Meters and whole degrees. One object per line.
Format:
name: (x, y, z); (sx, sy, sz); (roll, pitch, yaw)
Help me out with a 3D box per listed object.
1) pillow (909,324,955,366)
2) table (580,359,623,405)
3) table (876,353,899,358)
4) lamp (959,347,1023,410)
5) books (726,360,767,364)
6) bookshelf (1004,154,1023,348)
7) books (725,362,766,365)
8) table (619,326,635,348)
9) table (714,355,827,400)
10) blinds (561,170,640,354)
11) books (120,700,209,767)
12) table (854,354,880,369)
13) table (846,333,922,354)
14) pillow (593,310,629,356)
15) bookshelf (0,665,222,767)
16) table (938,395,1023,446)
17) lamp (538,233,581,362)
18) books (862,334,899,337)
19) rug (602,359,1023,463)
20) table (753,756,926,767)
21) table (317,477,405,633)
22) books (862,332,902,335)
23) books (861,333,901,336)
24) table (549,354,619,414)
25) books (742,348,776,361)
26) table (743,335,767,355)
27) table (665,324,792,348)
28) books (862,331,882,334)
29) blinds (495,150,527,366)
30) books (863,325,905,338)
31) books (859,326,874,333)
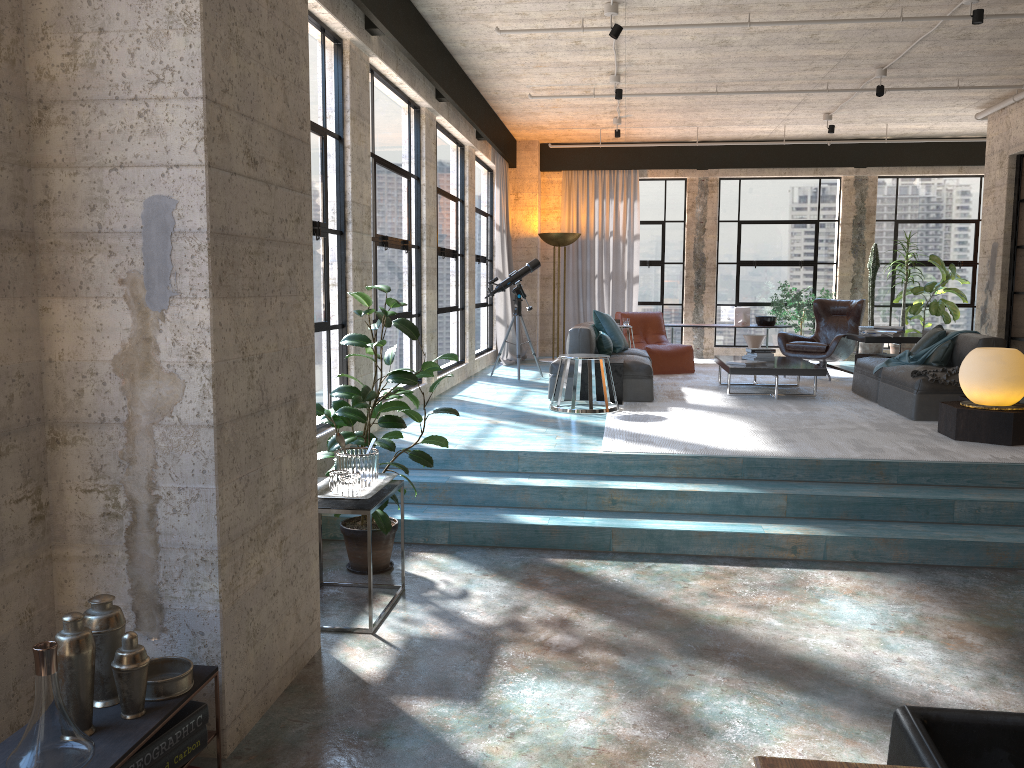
pillow: (3.856, -0.347, 8.199); (0.320, 0.393, 0.670); (2, 7, 13)
table: (0.833, -0.025, 8.343); (0.420, 0.390, 0.413); (1, 6, 7)
table: (4.034, -0.103, 9.182); (0.420, 0.390, 0.413); (1, 6, 7)
lamp: (3.477, -0.047, 6.389); (0.462, 0.417, 0.462); (5, 8, 35)
books: (2.351, -0.221, 8.894); (0.318, 0.011, 0.252); (-4, 8, -33)
bookshelf: (5.776, -1.125, 8.614); (0.628, 2.571, 2.900); (1, 6, 7)
books: (2.343, -0.210, 8.894); (0.318, 0.011, 0.252); (-5, 8, -38)
table: (1.264, -0.393, 10.658); (0.549, 0.603, 0.549); (-1, 7, -13)
table: (2.623, -0.078, 9.185); (0.900, 0.309, 1.500); (1, 6, 7)
blinds: (1.305, -1.864, 13.240); (1.187, 2.986, 0.404); (1, 6, 8)
books: (-1.112, 1.115, 2.562); (0.274, 0.263, 0.393); (2, 7, 17)
table: (3.961, -0.151, 9.773); (0.316, 0.340, 0.365); (-2, 7, -23)
table: (4.176, -0.256, 9.745); (0.800, 0.570, 0.800); (1, 6, 7)
pillow: (1.009, -0.558, 9.452); (0.349, 0.466, 1.042); (2, 7, 17)
bookshelf: (-1.198, 1.144, 2.040); (0.350, 0.347, 1.600); (1, 6, 7)
table: (3.499, 0.255, 6.595); (0.616, 0.230, 1.044); (1, 6, 7)
lamp: (0.675, -1.235, 12.745); (0.619, 1.822, 0.619); (1, 6, 7)
books: (3.946, -0.522, 9.500); (0.252, 0.011, 0.318); (0, 6, -6)
rug: (2.547, 0.039, 9.500); (2.954, 0.032, 7.768); (1, 6, 7)
table: (0.898, 1.146, 0.275); (1.299, 0.756, 2.410); (1, 6, 7)
table: (-0.806, 0.793, 4.239); (0.450, 0.563, 0.600); (1, 6, 7)
books: (3.955, -0.543, 9.498); (0.252, 0.011, 0.318); (-2, 7, -16)
books: (3.945, -0.531, 9.483); (0.252, 0.011, 0.318); (-2, 7, -16)
table: (0.641, -0.017, 7.841); (0.620, 0.472, 0.620); (1, 6, 10)
books: (2.631, -0.316, 9.389); (0.279, 0.116, 0.322); (-1, 6, -8)
table: (3.441, -0.496, 12.591); (0.331, 0.394, 0.331); (-6, 9, -43)
table: (2.985, -0.581, 12.739); (2.004, 0.530, 0.715); (1, 6, 6)
books: (3.958, -0.555, 9.505); (0.252, 0.011, 0.318); (-1, 6, -11)
blinds: (-0.010, -1.773, 12.299); (0.384, 2.985, 1.131); (1, 6, 7)
books: (3.950, -0.559, 9.424); (0.273, 0.109, 0.322); (-6, 9, -42)
books: (4.017, -0.600, 9.910); (0.278, 0.075, 0.320); (2, 6, 12)
